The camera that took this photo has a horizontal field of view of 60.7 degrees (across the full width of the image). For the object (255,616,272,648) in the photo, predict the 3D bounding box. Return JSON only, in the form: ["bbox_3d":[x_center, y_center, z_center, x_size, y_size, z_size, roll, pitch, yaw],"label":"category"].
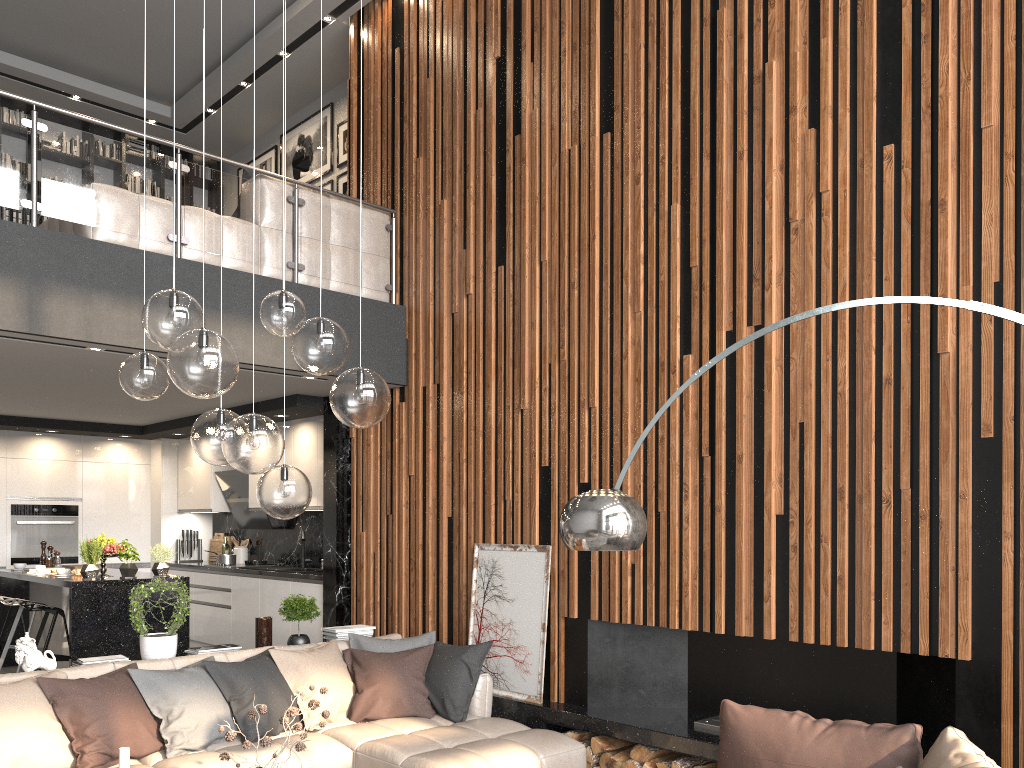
[{"bbox_3d":[-1.651,1.684,5.824,0.109,0.267,0.109,1,-2,-38],"label":"object"}]

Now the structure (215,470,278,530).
[{"bbox_3d":[-2.756,1.008,9.164,0.414,1.027,0.740,1,-3,-44],"label":"structure"}]

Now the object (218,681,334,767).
[{"bbox_3d":[-0.911,1.501,3.548,0.317,0.600,0.546,0,-4,17],"label":"object"}]

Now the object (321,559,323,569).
[{"bbox_3d":[-1.568,1.605,7.915,0.302,0.194,0.306,6,-8,-40],"label":"object"}]

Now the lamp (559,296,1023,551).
[{"bbox_3d":[1.118,0.883,2.858,2.034,2.327,0.320,-1,-1,23],"label":"lamp"}]

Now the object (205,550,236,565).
[{"bbox_3d":[-3.048,1.828,9.204,0.349,0.153,0.201,-6,-8,37],"label":"object"}]

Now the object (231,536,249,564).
[{"bbox_3d":[-2.944,1.803,9.514,0.175,0.303,0.158,2,-3,-40],"label":"object"}]

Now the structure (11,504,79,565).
[{"bbox_3d":[-5.142,1.628,9.485,0.658,0.629,0.654,5,-6,-43],"label":"structure"}]

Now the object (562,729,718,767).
[{"bbox_3d":[1.717,2.071,4.031,0.437,0.388,4.060,5,-10,-42],"label":"object"}]

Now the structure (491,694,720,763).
[{"bbox_3d":[1.023,2.163,5.014,0.670,0.456,6.565,6,-11,-43],"label":"structure"}]

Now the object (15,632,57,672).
[{"bbox_3d":[-2.644,1.520,4.867,0.207,0.289,0.136,2,-2,-24],"label":"object"}]

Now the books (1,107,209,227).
[{"bbox_3d":[-4.690,-1.548,8.868,3.457,2.317,0.212,6,-4,-43],"label":"books"}]

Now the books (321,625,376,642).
[{"bbox_3d":[-1.164,1.808,6.235,0.334,0.149,0.200,7,-9,-43],"label":"books"}]

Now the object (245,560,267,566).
[{"bbox_3d":[-2.678,1.840,9.016,0.232,0.060,0.355,-4,-10,25],"label":"object"}]

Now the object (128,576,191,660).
[{"bbox_3d":[-2.157,1.454,5.341,0.216,0.573,0.387,0,-3,27],"label":"object"}]

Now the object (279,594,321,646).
[{"bbox_3d":[-1.465,1.643,6.008,0.309,0.406,0.273,0,-3,6],"label":"object"}]

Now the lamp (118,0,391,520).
[{"bbox_3d":[-1.013,-1.959,3.428,1.232,4.979,1.232,0,-1,43],"label":"lamp"}]

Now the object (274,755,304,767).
[{"bbox_3d":[-0.987,1.749,3.891,0.154,0.210,0.077,2,-2,-33],"label":"object"}]

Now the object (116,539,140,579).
[{"bbox_3d":[-3.047,1.386,6.946,0.179,0.311,0.173,2,-2,-33],"label":"object"}]

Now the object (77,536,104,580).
[{"bbox_3d":[-3.250,1.331,6.781,0.196,0.367,0.187,0,-2,1],"label":"object"}]

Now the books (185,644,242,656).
[{"bbox_3d":[-1.919,1.727,5.584,0.327,0.098,0.206,8,-11,-43],"label":"books"}]

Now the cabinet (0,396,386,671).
[{"bbox_3d":[-3.719,1.212,7.850,3.638,3.227,6.233,5,-8,-43],"label":"cabinet"}]

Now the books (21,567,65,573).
[{"bbox_3d":[-4.142,1.647,7.749,0.324,0.038,0.173,9,-12,-44],"label":"books"}]

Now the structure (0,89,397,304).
[{"bbox_3d":[-3.553,-1.005,6.461,4.247,0.735,3.393,8,-12,-43],"label":"structure"}]

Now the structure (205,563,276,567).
[{"bbox_3d":[-2.831,1.887,9.097,0.513,0.060,0.603,9,-12,-43],"label":"structure"}]

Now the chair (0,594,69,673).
[{"bbox_3d":[-4.072,2.143,7.329,0.435,0.733,1.737,2,-7,-43],"label":"chair"}]

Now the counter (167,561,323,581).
[{"bbox_3d":[-2.535,1.858,8.784,0.614,0.040,3.474,9,-12,-43],"label":"counter"}]

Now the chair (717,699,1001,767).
[{"bbox_3d":[0.847,1.590,2.816,1.482,0.894,1.458,2,-7,-17],"label":"chair"}]

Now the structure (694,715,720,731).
[{"bbox_3d":[1.371,1.895,4.743,0.301,0.102,0.714,8,-12,-43],"label":"structure"}]

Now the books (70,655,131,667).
[{"bbox_3d":[-2.396,1.659,5.136,0.350,0.099,0.195,8,-11,-43],"label":"books"}]

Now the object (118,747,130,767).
[{"bbox_3d":[-1.379,1.560,3.308,0.316,0.396,0.321,2,-4,-25],"label":"object"}]
